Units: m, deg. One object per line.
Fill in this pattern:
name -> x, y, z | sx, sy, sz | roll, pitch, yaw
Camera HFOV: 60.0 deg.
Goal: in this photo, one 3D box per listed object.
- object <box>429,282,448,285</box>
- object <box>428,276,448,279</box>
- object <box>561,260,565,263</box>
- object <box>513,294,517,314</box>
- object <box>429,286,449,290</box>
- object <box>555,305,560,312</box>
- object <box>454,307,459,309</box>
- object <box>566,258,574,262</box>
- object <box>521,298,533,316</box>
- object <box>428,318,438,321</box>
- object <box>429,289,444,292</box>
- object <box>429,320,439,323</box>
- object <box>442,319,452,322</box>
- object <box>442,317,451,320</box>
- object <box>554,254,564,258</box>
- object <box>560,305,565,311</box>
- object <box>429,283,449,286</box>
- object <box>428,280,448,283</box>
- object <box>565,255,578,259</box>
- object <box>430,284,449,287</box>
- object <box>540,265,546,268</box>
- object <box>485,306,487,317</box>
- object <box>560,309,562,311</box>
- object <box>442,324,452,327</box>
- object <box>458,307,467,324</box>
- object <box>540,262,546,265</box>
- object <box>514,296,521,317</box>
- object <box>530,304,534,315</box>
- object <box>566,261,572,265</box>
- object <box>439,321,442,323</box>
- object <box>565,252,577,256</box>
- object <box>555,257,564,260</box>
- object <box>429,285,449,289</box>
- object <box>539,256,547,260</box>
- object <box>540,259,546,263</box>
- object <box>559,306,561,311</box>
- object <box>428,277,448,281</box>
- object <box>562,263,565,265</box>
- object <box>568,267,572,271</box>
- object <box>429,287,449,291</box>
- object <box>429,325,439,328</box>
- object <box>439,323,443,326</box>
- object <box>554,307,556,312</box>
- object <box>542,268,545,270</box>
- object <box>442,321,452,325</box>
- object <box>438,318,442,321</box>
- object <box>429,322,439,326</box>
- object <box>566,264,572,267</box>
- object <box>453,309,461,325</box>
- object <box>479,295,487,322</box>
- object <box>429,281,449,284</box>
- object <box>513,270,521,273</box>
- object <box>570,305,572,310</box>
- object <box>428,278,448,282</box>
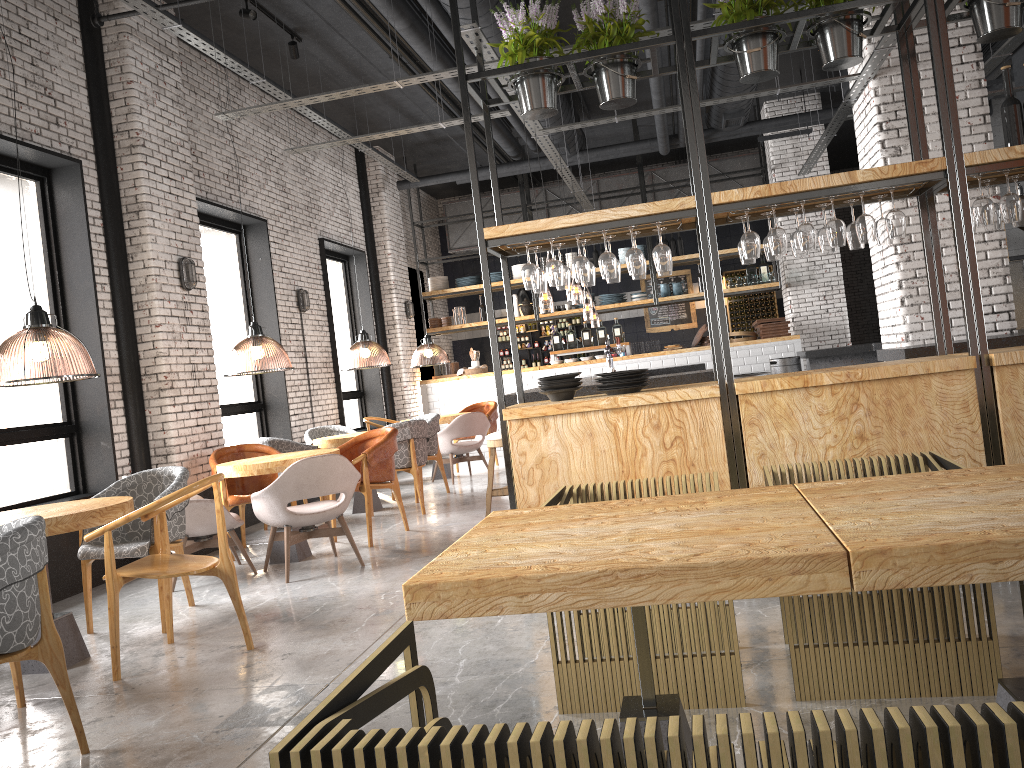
object -> -1.221, -1.659, 14.772 | 0.335, 0.043, 0.334 | -7, 1, -40
object -> -1.232, -1.756, 14.773 | 0.334, 0.039, 0.335 | -7, 1, 2
object -> 0.764, -1.949, 14.378 | 0.196, 0.102, 0.196 | -7, 0, 22
object -> 0.066, -1.275, 14.599 | 0.127, 0.394, 0.126 | -6, -1, -39
object -> -1.212, -1.586, 14.771 | 0.334, 0.039, 0.335 | -7, 1, -1
object -> 0.730, -1.202, 14.167 | 0.072, 0.097, 0.072 | -7, 0, 32
object -> -0.870, -1.126, 14.770 | 0.126, 0.313, 0.179 | -7, -1, 44
object -> 0.972, -1.974, 14.341 | 0.196, 0.103, 0.196 | -7, 0, 28
object -> 0.238, -1.253, 14.426 | 0.196, 0.305, 0.196 | -7, 0, -41
object -> -1.291, -1.062, 14.668 | 0.157, 0.053, 0.168 | -7, 0, 11
object -> -1.207, -1.547, 14.770 | 0.335, 0.033, 0.334 | -7, 1, -41
object -> -1.286, -1.021, 14.667 | 0.157, 0.053, 0.168 | -7, 0, 11
object -> -1.095, -1.045, 14.780 | 0.157, 0.053, 0.168 | -7, 0, 16
object -> -1.100, -1.086, 14.780 | 0.157, 0.053, 0.168 | -7, 0, 16
object -> 0.754, -2.037, 14.382 | 0.196, 0.103, 0.196 | -7, 0, -13
object -> 0.805, -1.211, 14.152 | 0.072, 0.097, 0.072 | -7, 0, 20
object -> -1.219, -1.644, 14.772 | 0.334, 0.038, 0.335 | -7, 1, 36
object -> -1.225, -1.698, 14.772 | 0.335, 0.035, 0.334 | -7, 1, -13
object -> 0.968, -2.018, 14.338 | 0.196, 0.100, 0.196 | -7, 0, 7
object -> -1.217, -1.625, 14.771 | 0.335, 0.042, 0.334 | -7, 1, -29
object -> 0.563, -1.880, 14.421 | 0.196, 0.102, 0.197 | -7, 0, 40
object -> -0.391, -1.260, 14.763 | 0.098, 0.471, 0.098 | -7, -1, -11
object -> 0.775, -1.210, 14.396 | 0.072, 0.097, 0.072 | -7, 0, 41
object -> -1.085, -0.965, 14.779 | 0.157, 0.053, 0.168 | -7, 0, 16
object -> -0.808, -1.117, 14.610 | 0.118, 0.293, 0.169 | -7, 0, 16
object -> 0.559, -1.924, 14.420 | 0.197, 0.100, 0.196 | -7, 0, -23
object -> 0.073, -1.258, 14.445 | 0.132, 0.360, 0.127 | -7, -1, 36
object -> 0.314, -1.215, 14.616 | 0.203, 0.213, 0.203 | -7, 0, -41
object -> 0.978, -1.930, 14.334 | 0.197, 0.104, 0.196 | -7, 0, -43
object -> -1.221, -1.031, 14.915 | 0.157, 0.053, 0.168 | -7, 0, 11
object -> 0.963, -2.062, 14.341 | 0.196, 0.103, 0.196 | -7, 0, -11
object -> 0.759, -1.993, 14.378 | 0.196, 0.102, 0.196 | -7, 0, 5
object -> -1.214, -1.605, 14.772 | 0.335, 0.044, 0.334 | -7, 1, -22
object -> 0.545, -2.013, 14.424 | 0.196, 0.105, 0.197 | -7, 0, 33
object -> 0.557, -1.970, 14.418 | 0.196, 0.107, 0.197 | -7, 0, 40
object -> 0.753, -1.206, 14.282 | 0.072, 0.097, 0.072 | -7, 0, 39
object -> -1.230, -1.737, 14.773 | 0.334, 0.042, 0.334 | -7, 1, 8
object -> 0.771, -1.906, 14.375 | 0.196, 0.107, 0.196 | -7, 0, -17
object -> 0.989, -1.842, 14.333 | 0.196, 0.105, 0.196 | -7, 0, -11
object -> -1.210, -1.567, 14.771 | 0.335, 0.042, 0.334 | -7, 1, -40
object -> -1.276, -0.941, 14.667 | 0.157, 0.053, 0.168 | -7, 0, 11
object -> -1.217, -0.995, 14.914 | 0.157, 0.053, 0.168 | -7, 0, 11
object -> 0.673, -1.197, 14.297 | 0.072, 0.097, 0.072 | -7, 0, 13
object -> 0.567, -1.837, 14.421 | 0.196, 0.104, 0.196 | -7, 0, -25
object -> -1.090, -1.009, 14.779 | 0.157, 0.053, 0.168 | -7, 0, 16
object -> -1.226, -1.072, 14.915 | 0.157, 0.053, 0.168 | -7, 0, 11
object -> -1.281, -0.985, 14.667 | 0.157, 0.053, 0.168 | -7, 0, 11
object -> 0.981, -1.886, 14.335 | 0.196, 0.104, 0.196 | -7, 0, -13
object -> -0.892, -1.095, 14.518 | 0.106, 0.264, 0.152 | -7, -1, 39
object -> -0.496, -1.248, 14.784 | 0.098, 0.471, 0.098 | -7, -1, -11
object -> -1.222, -1.679, 14.771 | 0.334, 0.038, 0.335 | -7, 1, 32
object -> 0.171, -1.825, 14.494 | 0.334, 0.039, 0.335 | -7, 1, 19
object -> 0.950, -1.232, 14.481 | 0.072, 0.097, 0.072 | -7, 0, 12
object -> -1.228, -1.717, 14.772 | 0.334, 0.040, 0.335 | -7, 1, 1
